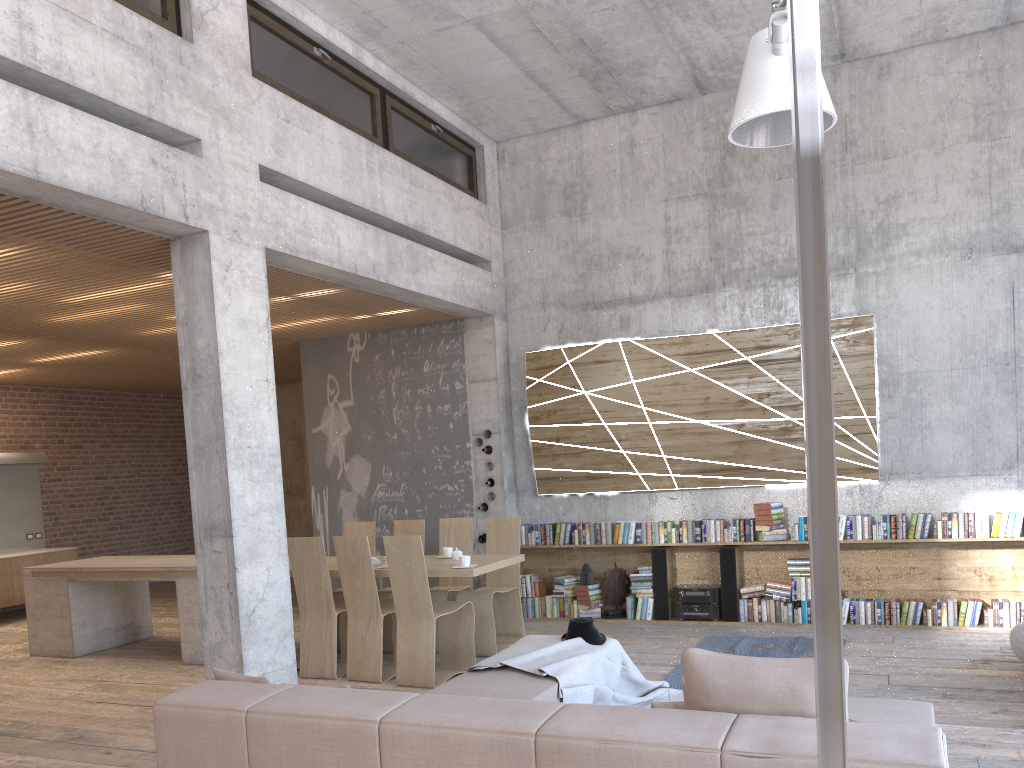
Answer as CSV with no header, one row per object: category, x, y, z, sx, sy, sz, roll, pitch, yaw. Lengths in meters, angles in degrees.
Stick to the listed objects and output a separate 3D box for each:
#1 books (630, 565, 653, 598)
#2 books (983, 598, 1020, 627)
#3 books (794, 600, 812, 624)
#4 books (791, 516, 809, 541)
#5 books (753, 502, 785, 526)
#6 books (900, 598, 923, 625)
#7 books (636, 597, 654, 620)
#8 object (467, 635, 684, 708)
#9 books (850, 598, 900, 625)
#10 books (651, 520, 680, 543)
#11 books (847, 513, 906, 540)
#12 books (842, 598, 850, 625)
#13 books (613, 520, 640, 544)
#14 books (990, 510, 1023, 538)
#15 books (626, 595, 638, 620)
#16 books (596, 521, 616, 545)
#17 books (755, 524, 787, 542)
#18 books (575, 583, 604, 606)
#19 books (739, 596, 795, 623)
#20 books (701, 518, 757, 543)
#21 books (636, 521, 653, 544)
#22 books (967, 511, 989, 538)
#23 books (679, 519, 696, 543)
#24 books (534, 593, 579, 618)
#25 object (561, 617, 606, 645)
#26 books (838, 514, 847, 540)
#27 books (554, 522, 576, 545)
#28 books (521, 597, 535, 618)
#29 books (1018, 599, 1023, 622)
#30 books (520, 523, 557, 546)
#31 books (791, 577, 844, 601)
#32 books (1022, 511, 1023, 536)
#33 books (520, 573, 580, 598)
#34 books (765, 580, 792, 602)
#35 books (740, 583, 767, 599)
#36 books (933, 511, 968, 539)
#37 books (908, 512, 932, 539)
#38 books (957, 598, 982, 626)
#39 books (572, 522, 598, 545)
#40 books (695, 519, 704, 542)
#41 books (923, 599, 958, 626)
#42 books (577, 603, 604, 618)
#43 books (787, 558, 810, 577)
books,1.350,2.017,8.956,0.252,0.324,0.217,-3,1,27
books,4.270,1.997,7.654,0.279,0.221,0.208,-4,-1,23
books,2.792,2.138,8.277,0.227,0.221,0.214,-4,-1,24
books,2.767,1.349,8.220,0.279,0.221,0.208,-4,-1,23
books,2.440,1.233,8.324,0.245,0.211,0.190,-2,-1,-44
books,3.612,2.061,7.930,0.200,0.229,0.188,-4,0,24
books,1.372,2.280,8.939,0.200,0.229,0.188,-4,0,24
object,0.411,1.913,5.754,1.049,0.504,1.591,-7,-5,43
books,3.333,2.090,8.049,0.419,0.221,0.204,-5,-1,24
books,1.545,1.483,8.770,0.277,0.221,0.169,-4,0,26
books,3.317,1.299,7.982,0.491,0.221,0.214,-5,-1,24
books,3.041,2.112,8.152,0.200,0.229,0.188,-4,0,24
books,1.166,1.513,8.942,0.250,0.229,0.188,-4,0,24
books,4.251,1.201,7.531,0.250,0.229,0.188,-4,0,24
books,1.237,2.296,9.018,0.074,0.221,0.204,-2,0,24
books,0.968,1.533,9.033,0.156,0.221,0.188,-3,0,24
books,2.463,1.412,8.336,0.284,0.150,0.222,-2,-3,-18
books,0.809,2.189,9.139,0.245,0.211,0.190,-2,-1,-44
books,2.461,2.167,8.463,0.496,0.239,0.241,-5,-1,24
books,2.110,1.424,8.534,0.491,0.221,0.214,-5,-1,24
books,1.347,1.502,8.859,0.156,0.222,0.153,-3,1,24
books,4.053,1.221,7.622,0.156,0.221,0.188,-3,0,24
books,1.763,1.464,8.723,0.155,0.221,0.204,-3,0,24
books,0.500,2.365,9.362,0.496,0.239,0.241,-5,-1,24
object,0.479,1.653,5.886,0.302,0.169,0.298,-4,-3,12
books,2.994,1.325,8.105,0.200,0.229,0.188,-4,0,24
books,0.561,1.578,9.257,0.200,0.229,0.188,-4,0,24
books,0.139,2.408,9.496,0.274,0.221,0.204,-4,-1,24
books,4.457,1.974,7.541,0.156,0.221,0.188,-3,0,24
books,0.232,1.611,9.393,0.491,0.221,0.214,-5,-1,24
books,2.878,2.024,8.241,0.453,0.450,0.213,-4,2,24
books,4.432,1.190,7.448,0.156,0.222,0.153,-3,1,24
books,0.390,2.162,9.389,0.719,0.263,0.299,-6,-2,29
books,2.536,1.968,8.328,0.244,0.193,0.153,-4,0,24
books,2.345,2.004,8.482,0.235,0.140,0.191,-5,-3,26
books,3.866,1.243,7.735,0.279,0.221,0.208,-4,-1,23
books,3.646,1.266,7.846,0.200,0.229,0.188,-4,0,24
books,4.050,2.019,7.765,0.200,0.229,0.188,-4,0,24
books,0.782,1.555,9.146,0.279,0.221,0.208,-4,-1,23
books,1.855,1.453,8.672,0.055,0.221,0.188,-2,0,24
books,3.818,2.040,7.825,0.279,0.221,0.208,-4,-1,23
books,0.814,2.366,9.160,0.260,0.151,0.249,-2,-3,-20
books,2.738,1.738,8.294,0.240,0.161,0.189,-5,-2,24
